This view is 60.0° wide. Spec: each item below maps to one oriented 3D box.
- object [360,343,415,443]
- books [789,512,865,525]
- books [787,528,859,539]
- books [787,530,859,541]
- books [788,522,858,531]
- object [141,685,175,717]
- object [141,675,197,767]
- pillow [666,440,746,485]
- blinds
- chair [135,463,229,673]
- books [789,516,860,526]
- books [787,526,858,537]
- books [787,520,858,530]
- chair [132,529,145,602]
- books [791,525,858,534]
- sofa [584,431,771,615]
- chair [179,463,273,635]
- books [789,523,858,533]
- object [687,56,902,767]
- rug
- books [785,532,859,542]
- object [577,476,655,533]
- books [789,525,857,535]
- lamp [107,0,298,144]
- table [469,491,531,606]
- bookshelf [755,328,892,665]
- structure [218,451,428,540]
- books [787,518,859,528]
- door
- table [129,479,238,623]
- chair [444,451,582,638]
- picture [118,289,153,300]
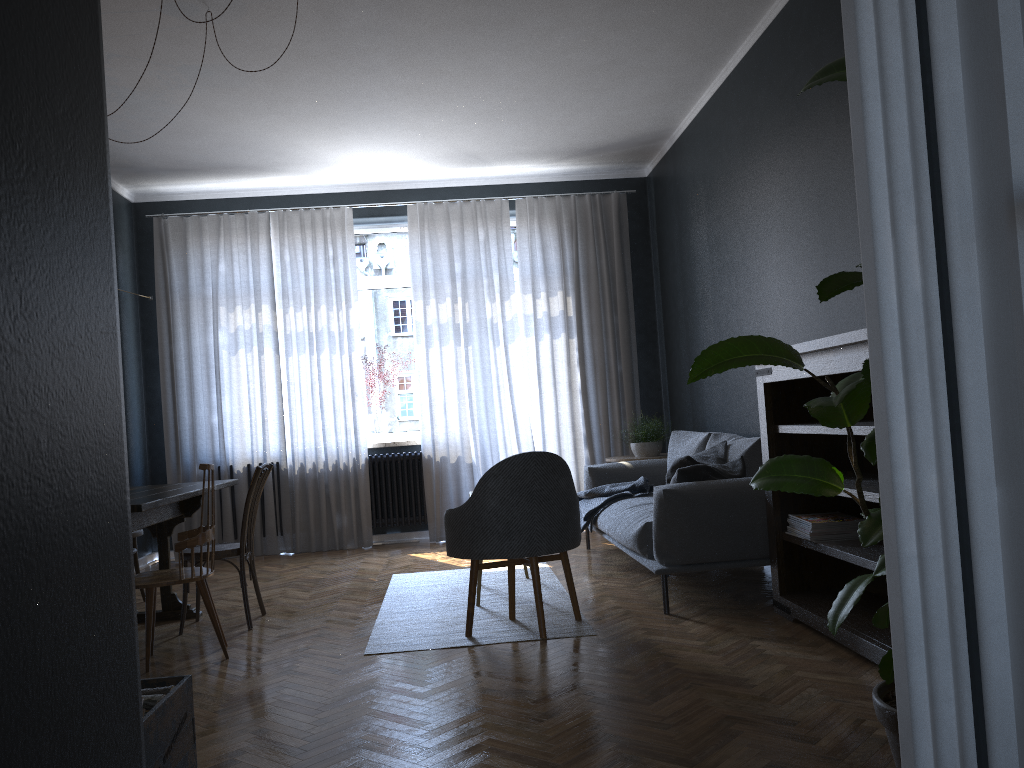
[{"bbox_3d":[-1.104,0.081,7.365,0.514,0.809,0.599,-3,-2,-30],"label":"object"},{"bbox_3d":[1.321,0.563,3.737,0.218,0.013,0.305,-4,-2,0],"label":"books"},{"bbox_3d":[1.318,0.623,3.744,0.218,0.008,0.305,-4,-2,0],"label":"books"},{"bbox_3d":[1.319,0.631,3.746,0.218,0.007,0.305,-4,-2,0],"label":"books"},{"bbox_3d":[1.319,0.594,3.741,0.218,0.008,0.288,-4,-2,0],"label":"books"},{"bbox_3d":[-1.034,0.872,2.108,0.370,0.246,0.533,-4,-2,-4],"label":"object"},{"bbox_3d":[-1.024,0.948,2.107,0.383,0.326,0.553,-4,-2,-4],"label":"object"},{"bbox_3d":[0.991,0.493,4.614,0.442,0.361,0.798,-4,-2,14],"label":"pillow"},{"bbox_3d":[-0.860,-0.096,7.298,3.992,2.788,0.312,-4,-1,-4],"label":"blinds"},{"bbox_3d":[-1.483,0.793,3.930,0.383,0.856,0.456,-3,-2,-19],"label":"chair"},{"bbox_3d":[1.322,0.572,3.738,0.218,0.008,0.305,-4,-2,0],"label":"books"},{"bbox_3d":[1.317,0.616,3.746,0.218,0.013,0.305,-4,-2,0],"label":"books"},{"bbox_3d":[1.317,0.587,3.738,0.218,0.008,0.305,-4,-2,-1],"label":"books"},{"bbox_3d":[-2.460,0.875,5.204,0.549,0.920,0.438,-4,-2,-7],"label":"chair"},{"bbox_3d":[1.323,0.604,3.746,0.218,0.008,0.288,-4,-2,2],"label":"books"},{"bbox_3d":[1.012,0.695,5.234,0.970,0.798,2.341,-4,-2,-5],"label":"sofa"},{"bbox_3d":[-1.475,0.832,4.586,0.467,0.819,0.363,-4,-2,-5],"label":"chair"},{"bbox_3d":[1.323,0.598,3.737,0.218,0.006,0.305,-4,-2,0],"label":"books"},{"bbox_3d":[1.031,0.015,1.851,1.118,1.898,0.764,-4,-2,-10],"label":"object"},{"bbox_3d":[-0.203,1.162,4.788,1.003,0.013,2.012,-4,-2,-4],"label":"rug"},{"bbox_3d":[1.320,0.638,3.744,0.218,0.008,0.305,-4,-2,-5],"label":"books"},{"bbox_3d":[0.667,0.765,5.786,0.490,0.329,0.667,-4,-2,1],"label":"object"},{"bbox_3d":[1.323,0.610,3.746,0.218,0.008,0.288,-4,-2,2],"label":"books"},{"bbox_3d":[-1.564,-0.990,4.106,1.591,1.574,0.583,-5,-2,27],"label":"lamp"},{"bbox_3d":[-0.060,0.885,4.941,0.339,0.549,0.788,-4,-2,-4],"label":"table"},{"bbox_3d":[1.394,0.399,3.135,0.451,1.171,1.919,-4,-2,-4],"label":"bookshelf"},{"bbox_3d":[-1.488,0.905,7.287,1.846,0.600,0.216,-4,-1,-4],"label":"structure"},{"bbox_3d":[1.319,0.580,3.738,0.218,0.008,0.305,-4,-2,-1],"label":"books"},{"bbox_3d":[0.445,-0.159,0.302,0.162,2.186,0.857,-4,-1,-4],"label":"door"},{"bbox_3d":[-2.034,0.903,4.202,1.126,0.727,1.605,-4,-2,-4],"label":"table"},{"bbox_3d":[0.054,0.706,4.020,0.645,0.811,0.495,-3,-2,-26],"label":"chair"},{"bbox_3d":[-2.771,-0.438,5.048,0.058,0.770,4.459,-4,-2,-4],"label":"picture"}]
